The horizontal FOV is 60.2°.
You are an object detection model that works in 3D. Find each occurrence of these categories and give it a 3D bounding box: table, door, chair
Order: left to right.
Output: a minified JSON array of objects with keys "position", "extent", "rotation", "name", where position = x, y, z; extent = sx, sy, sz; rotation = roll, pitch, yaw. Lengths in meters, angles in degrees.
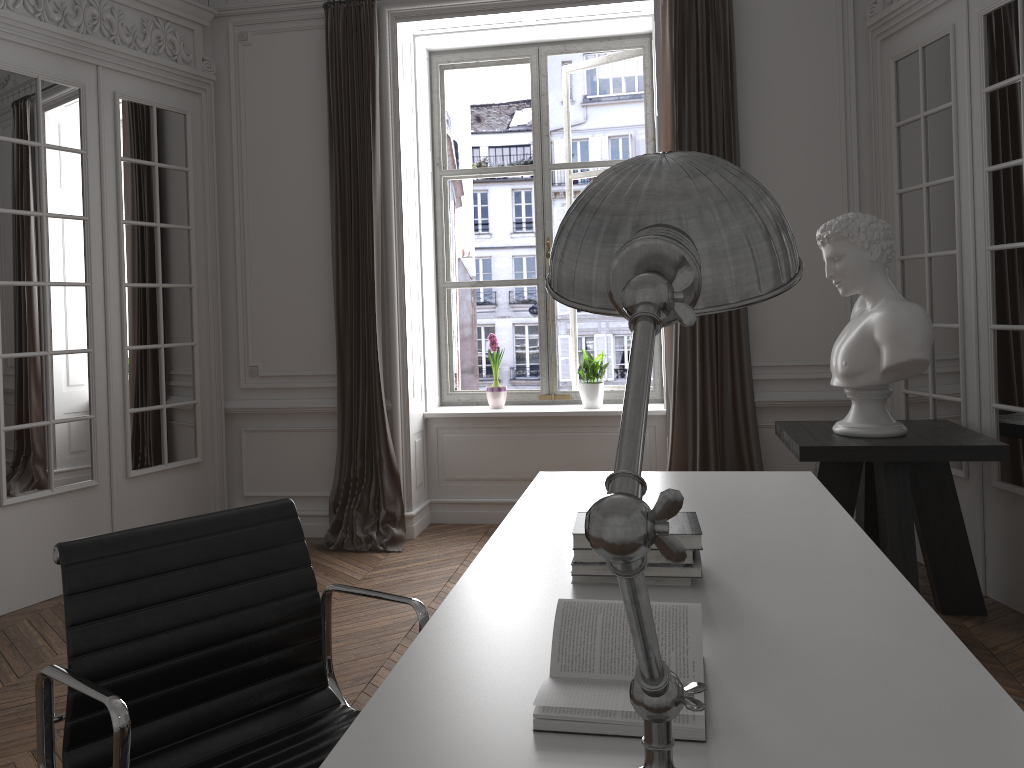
[{"position":[-2.101,-0.364,4.562],"extent":[0.085,2.735,1.568],"rotation":[-2,1,25],"name":"door"},{"position":[-0.432,0.734,1.538],"extent":[0.667,0.923,0.695],"rotation":[-1,2,36],"name":"chair"},{"position":[0.328,0.783,1.682],"extent":[0.900,0.748,2.630],"rotation":[-1,4,10],"name":"table"},{"position":[1.556,0.575,3.707],"extent":[0.767,0.749,0.770],"rotation":[-1,3,10],"name":"table"},{"position":[2.034,-0.437,3.854],"extent":[0.086,2.735,1.566],"rotation":[-2,1,-6],"name":"door"}]

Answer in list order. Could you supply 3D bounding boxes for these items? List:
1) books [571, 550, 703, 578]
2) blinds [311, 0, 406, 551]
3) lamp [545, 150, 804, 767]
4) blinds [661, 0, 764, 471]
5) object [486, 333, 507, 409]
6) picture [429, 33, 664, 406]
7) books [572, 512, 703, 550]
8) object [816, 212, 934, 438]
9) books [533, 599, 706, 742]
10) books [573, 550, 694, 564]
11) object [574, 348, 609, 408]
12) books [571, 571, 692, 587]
[{"position":[0.263,0.362,1.857],"extent":[0.258,0.023,0.212],"rotation":[-1,5,10],"name":"books"},{"position":[-0.906,-0.642,5.007],"extent":[0.580,3.102,0.310],"rotation":[-2,0,15],"name":"blinds"},{"position":[0.107,0.154,0.661],"extent":[0.269,0.699,0.489],"rotation":[-2,2,10],"name":"lamp"},{"position":[0.993,-0.673,4.644],"extent":[0.777,3.101,0.342],"rotation":[-2,0,4],"name":"blinds"},{"position":[-0.102,-0.085,5.586],"extent":[0.129,0.476,0.129],"rotation":[-2,1,-30],"name":"object"},{"position":[-0.328,-1.034,2.003],"extent":[13.199,4.801,13.273],"rotation":[-2,4,2],"name":"picture"},{"position":[0.262,0.307,1.858],"extent":[0.258,0.032,0.192],"rotation":[-1,5,8],"name":"books"},{"position":[1.480,-0.254,3.661],"extent":[0.392,0.924,0.635],"rotation":[-2,2,10],"name":"object"},{"position":[0.163,0.398,1.285],"extent":[0.226,0.095,0.280],"rotation":[-1,4,12],"name":"books"},{"position":[0.254,0.337,1.861],"extent":[0.239,0.028,0.191],"rotation":[-1,5,8],"name":"books"},{"position":[0.497,-0.040,5.444],"extent":[0.215,0.369,0.285],"rotation":[-2,2,-12],"name":"object"},{"position":[0.257,0.384,1.866],"extent":[0.242,0.023,0.192],"rotation":[-1,5,12],"name":"books"}]
